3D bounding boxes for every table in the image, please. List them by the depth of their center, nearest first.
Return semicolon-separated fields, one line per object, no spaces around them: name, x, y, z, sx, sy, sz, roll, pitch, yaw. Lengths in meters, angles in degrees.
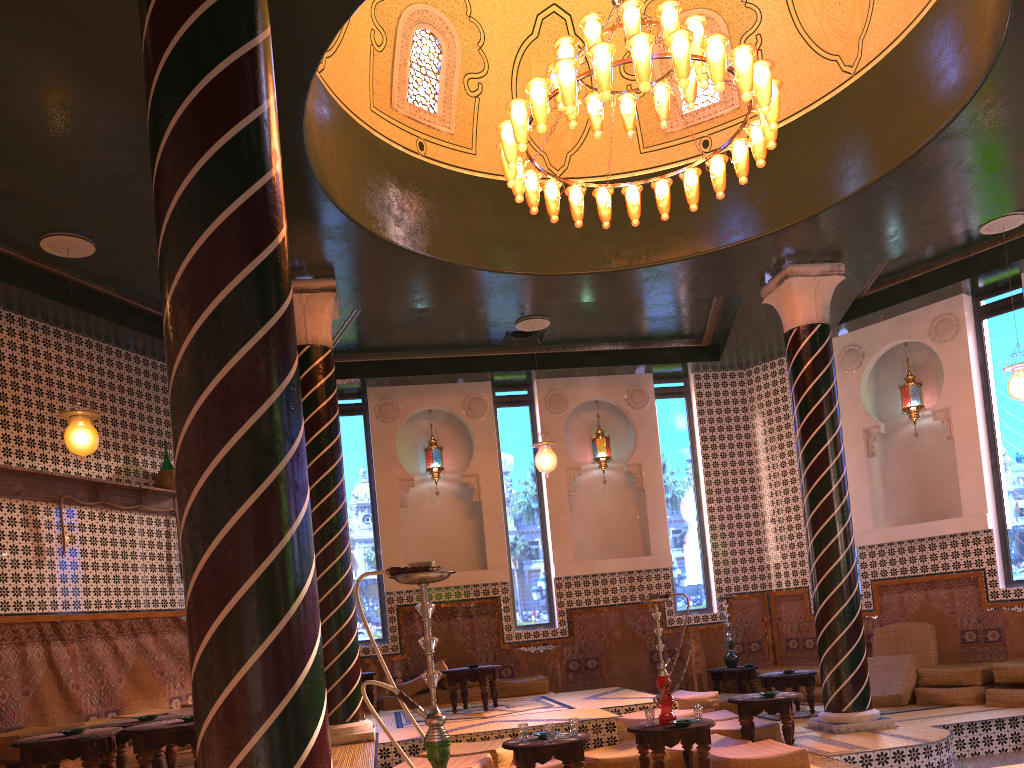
table;-3.646;3.202;7.149;0.853;0.579;0.851;-12;-13;29
table;-2.841;3.182;7.352;0.853;0.579;0.851;-12;-13;29
table;-3.437;3.406;7.961;0.853;0.579;0.851;-12;-13;29
table;0.348;3.586;8.001;0.835;0.579;0.868;-2;-12;-18
table;1.545;3.540;8.244;0.842;0.579;0.861;6;-16;-44
table;2.924;3.873;9.889;0.851;0.579;0.853;-11;-12;26
table;-0.534;4.266;12.064;0.839;0.579;0.865;-6;-11;2
table;4.018;4.497;12.525;0.842;0.579;0.861;6;-16;-44
table;-2.533;4.873;13.583;0.841;0.579;0.862;-7;-11;8
table;3.719;5.048;14.441;0.838;0.579;0.866;-5;-11;0

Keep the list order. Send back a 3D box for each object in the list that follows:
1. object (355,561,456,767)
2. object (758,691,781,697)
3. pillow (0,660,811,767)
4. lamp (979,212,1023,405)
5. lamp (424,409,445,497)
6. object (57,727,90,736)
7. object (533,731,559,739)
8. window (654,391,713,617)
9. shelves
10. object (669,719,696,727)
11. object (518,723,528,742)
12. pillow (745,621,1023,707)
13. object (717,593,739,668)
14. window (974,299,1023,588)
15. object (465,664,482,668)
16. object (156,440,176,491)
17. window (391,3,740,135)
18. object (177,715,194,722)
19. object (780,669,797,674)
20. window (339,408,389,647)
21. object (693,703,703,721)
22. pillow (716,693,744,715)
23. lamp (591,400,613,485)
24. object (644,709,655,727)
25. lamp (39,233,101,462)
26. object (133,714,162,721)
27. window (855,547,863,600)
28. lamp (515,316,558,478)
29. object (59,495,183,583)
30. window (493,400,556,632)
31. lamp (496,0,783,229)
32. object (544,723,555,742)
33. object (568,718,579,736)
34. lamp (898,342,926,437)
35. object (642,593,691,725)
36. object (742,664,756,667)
object;-0.428;1.421;3.826;0.463;1.240;0.302;-5;-3;-1
object;2.927;3.531;9.815;0.250;0.045;0.260;1;-16;-24
pillow;-1.640;3.865;9.338;10.006;1.245;10.292;-3;-15;-9
lamp;6.183;-0.869;10.642;0.516;2.292;0.528;-4;-3;-21
lamp;-1.344;1.158;14.792;0.328;1.547;0.361;-7;-3;24
object;-3.619;2.876;7.129;0.256;0.045;0.254;-16;-18;34
object;0.320;3.297;8.100;0.256;0.045;0.254;-16;-18;34
window;3.002;2.123;15.368;0.772;3.954;0.092;-5;-2;-9
shelves;-5.405;1.181;10.039;0.258;0.335;4.585;-8;-15;19
object;1.592;3.161;8.039;0.256;0.045;0.254;-16;-18;34
object;0.108;3.228;7.991;0.094;0.161;0.092;-10;-7;38
pillow;5.878;4.109;12.670;1.407;1.175;5.928;3;-17;-39
object;3.601;4.133;14.444;0.304;1.239;0.464;-7;-4;26
window;7.172;0.865;12.213;0.090;3.954;0.788;-3;-3;-39
object;-0.539;3.949;12.077;0.251;0.045;0.259;-7;-15;5
object;-4.737;1.121;11.858;0.306;0.713;0.300;-8;-5;32
window;0.976;-4.186;7.823;5.833;1.143;5.603;-13;-16;26
object;-2.732;2.864;7.390;0.251;0.045;0.259;-7;-15;5
object;4.001;4.162;12.482;0.251;0.045;0.259;-7;-15;5
window;-2.626;2.407;14.490;0.772;3.954;0.092;-5;-2;-9
object;1.787;3.152;8.284;0.091;0.161;0.094;-2;-7;-32
pillow;3.410;5.034;13.541;0.977;0.273;0.978;6;-18;-37
lamp;1.570;1.016;15.268;0.364;1.547;0.325;-7;-3;24
object;1.315;3.175;8.210;0.092;0.161;0.094;-5;-6;-7
lamp;-4.533;-0.328;8.970;0.516;2.292;0.528;-4;-3;-21
object;-3.341;3.067;7.919;0.250;0.045;0.260;1;-16;-24
window;5.395;1.644;14.438;0.090;3.954;0.788;-3;-3;-39
lamp;0.412;0.233;12.686;0.516;2.292;0.528;-4;-3;-21
object;-4.989;2.041;11.142;0.061;1.025;2.025;-6;-12;20
window;0.188;2.265;14.929;0.772;3.954;0.092;-5;-2;-9
lamp;0.909;-4.161;7.678;2.468;4.552;2.522;-5;-5;-2
object;0.350;3.160;7.828;0.091;0.161;0.094;-2;-7;-32
object;0.580;3.204;8.065;0.091;0.161;0.094;-2;-7;-32
lamp;6.196;0.073;13.410;0.358;1.547;0.330;-3;-4;-36
object;1.513;2.627;8.280;0.464;1.239;0.303;-6;-3;7
object;3.936;4.676;14.329;0.251;0.045;0.259;-7;-15;5
